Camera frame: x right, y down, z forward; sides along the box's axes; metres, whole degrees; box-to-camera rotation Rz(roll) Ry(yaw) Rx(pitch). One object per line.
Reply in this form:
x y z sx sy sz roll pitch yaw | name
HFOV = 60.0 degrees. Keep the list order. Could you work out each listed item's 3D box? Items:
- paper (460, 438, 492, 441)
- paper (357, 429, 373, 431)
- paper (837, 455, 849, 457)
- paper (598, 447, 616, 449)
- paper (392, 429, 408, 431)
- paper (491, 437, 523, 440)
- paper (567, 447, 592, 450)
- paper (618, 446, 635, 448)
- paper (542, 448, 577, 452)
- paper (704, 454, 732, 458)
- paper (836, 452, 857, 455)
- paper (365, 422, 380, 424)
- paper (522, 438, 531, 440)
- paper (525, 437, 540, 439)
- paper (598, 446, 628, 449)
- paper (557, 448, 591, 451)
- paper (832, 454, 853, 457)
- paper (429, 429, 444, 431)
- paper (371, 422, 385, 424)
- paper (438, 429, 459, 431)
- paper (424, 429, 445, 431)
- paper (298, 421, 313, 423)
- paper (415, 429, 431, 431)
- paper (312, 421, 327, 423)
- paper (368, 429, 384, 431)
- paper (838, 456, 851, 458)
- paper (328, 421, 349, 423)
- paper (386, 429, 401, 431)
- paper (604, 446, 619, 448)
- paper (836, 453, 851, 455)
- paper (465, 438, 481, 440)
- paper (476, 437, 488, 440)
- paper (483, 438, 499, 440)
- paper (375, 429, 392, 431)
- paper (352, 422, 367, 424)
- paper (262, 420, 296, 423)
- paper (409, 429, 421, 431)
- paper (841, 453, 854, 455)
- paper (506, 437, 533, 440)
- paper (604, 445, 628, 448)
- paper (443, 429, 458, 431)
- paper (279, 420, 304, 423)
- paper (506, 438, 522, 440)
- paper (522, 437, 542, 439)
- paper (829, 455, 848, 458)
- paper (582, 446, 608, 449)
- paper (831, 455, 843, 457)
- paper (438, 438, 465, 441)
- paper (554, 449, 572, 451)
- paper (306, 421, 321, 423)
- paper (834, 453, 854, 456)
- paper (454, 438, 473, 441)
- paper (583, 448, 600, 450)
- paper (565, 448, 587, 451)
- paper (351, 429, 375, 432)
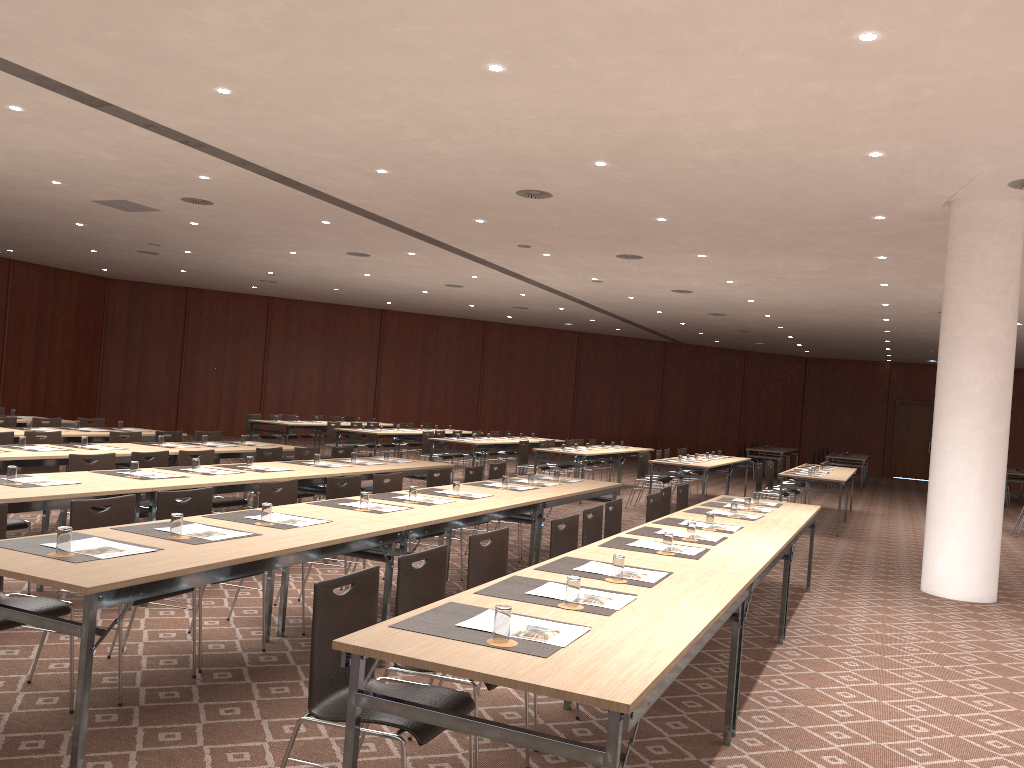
-0.727 1.037 16.626 0.565 0.003 0.460 4 -1 20 | paper
-2.769 0.874 16.826 0.398 0.006 0.284 4 -1 26 | paper
8.878 1.925 23.621 0.398 0.006 0.284 4 -1 23 | paper
1.801 1.247 17.344 0.398 0.006 0.284 4 -1 23 | paper
-2.238 0.939 18.025 0.398 0.006 0.284 4 -1 23 | paper
-0.084 1.115 18.103 0.565 0.003 0.460 4 -1 23 | paper
1.362 1.199 16.438 0.565 0.003 0.460 4 -1 25 | paper
2.345 1.312 18.524 0.398 0.006 0.284 4 -1 23 | paper
0.820 1.134 15.240 0.565 0.003 0.460 4 -1 23 | paper
4.086 1.439 17.693 0.565 0.003 0.460 4 -1 24 | paper
9.916 2.061 26.304 0.565 0.003 0.460 4 -1 21 | paper
-3.244 0.915 20.865 0.565 0.003 0.460 4 -1 24 | paper
0.262 1.150 18.721 0.398 0.006 0.284 4 -1 23 | paper
0.487 1.179 19.322 0.398 0.006 0.284 4 -1 23 | paper
2.006 1.278 17.903 0.565 0.003 0.460 4 -1 27 | paper
1.078 1.166 15.839 0.565 0.003 0.460 4 -1 24 | paper
9.047 1.954 24.226 0.565 0.003 0.460 4 -1 24 | paper
-1.591 1.018 19.511 0.398 0.006 0.284 4 -1 24 | paper
-3.171 0.918 20.903 0.398 0.006 0.284 4 -1 25 | paper
-1.435 1.045 20.124 0.565 0.003 0.460 4 -1 23 | paper
-1.660 1.016 19.519 0.565 0.003 0.460 4 -1 23 | paper
-4.335 0.776 18.224 0.398 0.006 0.284 4 -1 21 | paper
-1.837 0.987 18.938 0.398 0.006 0.284 4 -1 22 | paper
-4.073 0.808 18.829 0.398 0.006 0.284 4 -1 27 | paper
-2.599 0.903 17.417 0.565 0.003 0.460 4 -1 22 | paper
8.601 1.893 23.045 0.398 0.006 0.284 4 -1 25 | paper
-3.781 0.851 19.679 0.565 0.003 0.460 4 -1 26 | paper
-2.304 0.937 18.002 0.565 0.003 0.460 4 -1 26 | paper
2.077 1.280 17.925 0.398 0.006 0.284 4 -1 25 | paper
9.654 2.030 25.713 0.565 0.003 0.460 4 -1 21 | paper
-0.658 1.039 16.644 0.398 0.006 0.284 4 -1 25 | paper
-0.486 1.067 17.221 0.565 0.003 0.460 4 -1 23 | paper
-0.392 1.071 17.238 0.398 0.006 0.284 4 -1 23 | paper
-2.493 0.908 17.446 0.398 0.006 0.284 4 -1 22 | paper
-3.500 0.884 20.284 0.565 0.003 0.460 4 -1 24 | paper
-4.642 0.744 17.631 0.565 0.003 0.460 4 -1 21 | paper
-1.925 0.984 18.912 0.565 0.003 0.460 4 -1 24 | paper
9.767 2.035 25.743 0.398 0.006 0.284 4 -1 23 | paper
0.152 1.145 18.717 0.565 0.003 0.460 4 -1 24 | paper
2.237 1.307 18.513 0.565 0.003 0.460 4 -1 23 | paper
-1.352 1.048 20.122 0.398 0.006 0.284 4 -1 23 | paper
-4.427 0.772 18.208 0.565 0.003 0.460 4 -1 27 | paper
-0.018 1.117 18.130 0.398 0.006 0.284 4 -1 26 | paper
0.411 1.177 19.338 0.565 0.003 0.460 4 -1 22 | paper
8.504 1.888 23.010 0.565 0.003 0.460 4 -1 24 | paper
1.707 1.243 17.311 0.565 0.003 0.460 4 -1 22 | paper
8.800 1.923 23.619 0.565 0.003 0.460 4 -1 24 | paper
-1.000 1.004 16.000 0.565 0.003 0.460 4 -1 25 | paper
0.895 1.136 15.251 0.398 0.006 0.284 4 -1 23 | paper
-4.137 0.806 18.814 0.565 0.003 0.460 4 -1 23 | paper
9.411 1.999 25.120 0.565 0.003 0.460 4 -1 22 | paper
-0.927 1.007 16.062 0.398 0.006 0.284 4 -1 24 | paper
1.424 1.200 16.425 0.398 0.006 0.284 4 -1 22 | paper
1.158 1.168 15.860 0.398 0.006 0.284 4 -1 22 | paper
-2.807 0.875 16.838 0.565 0.003 0.460 4 -1 22 | paper
